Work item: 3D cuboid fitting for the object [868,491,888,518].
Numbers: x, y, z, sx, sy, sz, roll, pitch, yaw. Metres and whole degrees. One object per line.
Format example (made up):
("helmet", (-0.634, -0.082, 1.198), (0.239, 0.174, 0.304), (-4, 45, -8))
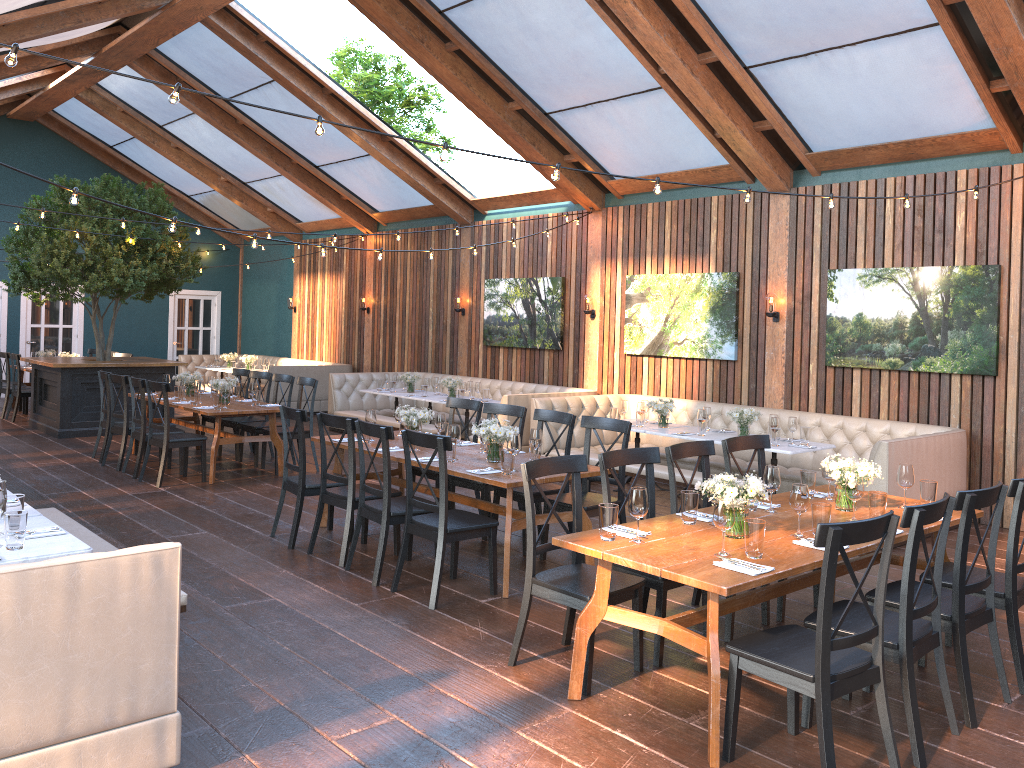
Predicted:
("object", (1.874, 0.634, 4.537), (0.092, 0.158, 0.092), (1, 1, -15))

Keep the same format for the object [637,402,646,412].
("object", (1.333, 0.312, 9.148), (0.092, 0.244, 0.092), (2, 1, 7))

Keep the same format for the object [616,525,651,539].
("object", (0.548, 0.693, 4.160), (0.157, 0.019, 0.255), (-2, 5, -41))

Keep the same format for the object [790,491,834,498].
("object", (1.810, 0.650, 5.280), (0.157, 0.019, 0.255), (-2, 5, -41))

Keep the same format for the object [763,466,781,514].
("object", (1.388, 0.564, 4.733), (0.092, 0.244, 0.092), (2, 1, 1))

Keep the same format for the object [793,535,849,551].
("object", (1.391, 0.725, 4.045), (0.157, 0.019, 0.255), (-2, 5, -41))

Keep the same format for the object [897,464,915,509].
("object", (2.197, 0.572, 4.943), (0.092, 0.244, 0.092), (2, 1, 1))

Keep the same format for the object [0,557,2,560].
("object", (-2.227, 0.708, 3.666), (0.157, 0.019, 0.255), (-2, 5, -41))

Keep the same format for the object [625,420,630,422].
("object", (1.160, 0.395, 9.504), (0.157, 0.019, 0.255), (-2, 5, -41))

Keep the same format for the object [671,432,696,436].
("object", (1.669, 0.476, 8.543), (0.255, 0.019, 0.158), (-2, 5, -41))

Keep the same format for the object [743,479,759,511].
("object", (1.287, 0.602, 4.769), (0.092, 0.158, 0.092), (1, 1, -15))

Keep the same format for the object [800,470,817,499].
("object", (1.725, 0.587, 5.161), (0.092, 0.158, 0.092), (1, 1, -15))

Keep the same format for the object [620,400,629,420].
("object", (1.183, 0.294, 9.339), (0.092, 0.244, 0.092), (2, 1, 7))

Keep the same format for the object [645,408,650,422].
("object", (1.434, 0.331, 9.521), (0.092, 0.158, 0.092), (2, 1, 35))

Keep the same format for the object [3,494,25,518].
("object", (-2.335, 0.602, 4.144), (0.092, 0.158, 0.092), (2, 1, 35))

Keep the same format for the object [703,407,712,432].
("object", (1.940, 0.352, 8.813), (0.092, 0.244, 0.092), (2, 1, 1))

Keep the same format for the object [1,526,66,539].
("object", (-2.195, 0.681, 4.057), (0.255, 0.019, 0.158), (-2, 5, -41))

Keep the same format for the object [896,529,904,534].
("object", (1.788, 0.712, 4.386), (0.157, 0.019, 0.255), (-2, 5, -41))

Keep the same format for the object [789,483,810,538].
("object", (1.365, 0.600, 4.202), (0.092, 0.244, 0.092), (2, 1, 1))

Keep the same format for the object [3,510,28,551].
("object", (-2.138, 0.631, 3.808), (0.092, 0.158, 0.092), (2, 1, 35))

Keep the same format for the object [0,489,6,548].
("object", (-2.243, 0.583, 3.831), (0.092, 0.244, 0.092), (2, 1, 1))

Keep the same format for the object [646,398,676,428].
("object", (1.544, 0.291, 9.066), (0.329, 0.309, 0.337), (1, 2, -19))

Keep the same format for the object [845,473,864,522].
("object", (1.760, 0.587, 4.550), (0.092, 0.244, 0.092), (2, 1, 1))

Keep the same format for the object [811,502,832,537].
("object", (1.464, 0.647, 4.192), (0.092, 0.158, 0.092), (1, 1, -15))

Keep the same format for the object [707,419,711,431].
("object", (1.962, 0.388, 8.920), (0.092, 0.158, 0.092), (2, 1, 35))

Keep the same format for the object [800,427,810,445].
("object", (2.655, 0.470, 8.020), (0.092, 0.158, 0.092), (2, 1, 35))

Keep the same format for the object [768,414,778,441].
("object", (2.436, 0.405, 8.249), (0.092, 0.244, 0.092), (2, 1, 1))

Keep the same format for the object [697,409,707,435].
("object", (1.837, 0.367, 8.562), (0.092, 0.244, 0.092), (2, 1, 1))

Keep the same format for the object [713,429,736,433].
("object", (2.102, 0.468, 8.833), (0.255, 0.019, 0.158), (-2, 5, -41))

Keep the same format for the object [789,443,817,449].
("object", (2.566, 0.547, 7.878), (0.157, 0.019, 0.255), (-2, 5, -41))

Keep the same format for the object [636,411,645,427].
("object", (1.309, 0.361, 9.042), (0.092, 0.158, 0.092), (2, 1, 35))

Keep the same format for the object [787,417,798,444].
("object", (2.549, 0.423, 8.043), (0.092, 0.244, 0.092), (2, 1, 1))

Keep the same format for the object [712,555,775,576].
("object", (0.934, 0.740, 3.641), (0.157, 0.019, 0.255), (-2, 5, -41))

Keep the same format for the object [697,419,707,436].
("object", (1.813, 0.416, 8.456), (0.092, 0.158, 0.092), (2, 1, 35))

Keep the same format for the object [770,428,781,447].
("object", (2.341, 0.473, 7.859), (0.092, 0.158, 0.092), (2, 1, 35))

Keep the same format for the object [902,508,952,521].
("object", (2.216, 0.698, 4.769), (0.157, 0.019, 0.255), (-2, 5, -41))

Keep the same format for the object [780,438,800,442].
("object", (2.597, 0.521, 8.269), (0.255, 0.019, 0.158), (-2, 5, -41))

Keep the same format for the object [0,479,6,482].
("object", (-2.600, 0.518, 4.156), (0.336, 0.309, 0.329), (3, 2, 23))

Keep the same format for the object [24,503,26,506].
("object", (-2.690, 0.628, 4.621), (0.255, 0.019, 0.158), (-2, 5, -41))

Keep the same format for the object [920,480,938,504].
("object", (2.319, 0.620, 4.928), (0.092, 0.158, 0.092), (1, 1, -15))

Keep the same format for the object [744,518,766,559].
("object", (1.039, 0.663, 3.789), (0.092, 0.158, 0.092), (1, 1, -15))

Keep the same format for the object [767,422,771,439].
("object", (2.457, 0.441, 8.356), (0.092, 0.158, 0.092), (2, 1, 35))

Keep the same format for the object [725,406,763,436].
("object", (2.188, 0.358, 8.364), (0.336, 0.309, 0.329), (3, 2, 23))

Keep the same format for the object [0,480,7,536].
("object", (-2.357, 0.565, 4.037), (0.092, 0.244, 0.092), (2, 1, 1))

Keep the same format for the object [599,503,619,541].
("object", (0.438, 0.630, 4.026), (0.092, 0.158, 0.092), (1, 1, -15))

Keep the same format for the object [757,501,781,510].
("object", (1.381, 0.665, 4.901), (0.157, 0.019, 0.255), (-2, 5, -41))

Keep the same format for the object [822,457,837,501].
("object", (1.838, 0.550, 5.117), (0.092, 0.244, 0.092), (2, 1, 1))

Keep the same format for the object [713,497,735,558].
("object", (0.911, 0.615, 3.806), (0.092, 0.244, 0.092), (2, 1, 1))

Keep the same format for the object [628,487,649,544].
("object", (0.569, 0.593, 3.996), (0.092, 0.244, 0.092), (2, 1, 1))

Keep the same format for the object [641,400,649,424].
("object", (1.412, 0.295, 9.414), (0.092, 0.244, 0.092), (2, 1, 7))

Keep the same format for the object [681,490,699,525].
("object", (0.884, 0.616, 4.405), (0.092, 0.158, 0.092), (1, 1, -15))

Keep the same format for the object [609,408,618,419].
("object", (1.075, 0.332, 9.362), (0.092, 0.158, 0.092), (2, 1, 35))

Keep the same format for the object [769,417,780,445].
("object", (2.365, 0.423, 7.966), (0.092, 0.244, 0.092), (2, 1, 1))
